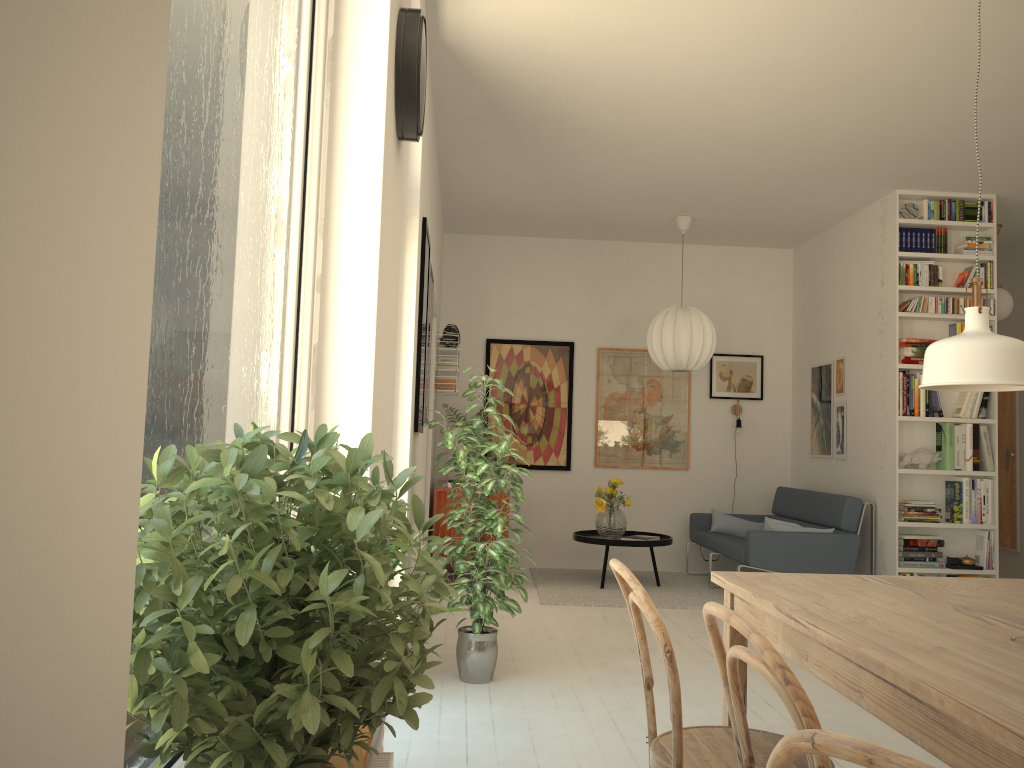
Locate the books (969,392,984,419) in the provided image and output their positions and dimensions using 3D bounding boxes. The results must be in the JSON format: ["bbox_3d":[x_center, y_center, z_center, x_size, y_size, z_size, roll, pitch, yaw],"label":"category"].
[{"bbox_3d":[3.197,0.125,6.172,0.092,0.244,0.196,2,-4,-3],"label":"books"}]

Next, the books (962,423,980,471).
[{"bbox_3d":[3.155,0.438,6.143,0.056,0.328,0.202,2,-4,-3],"label":"books"}]

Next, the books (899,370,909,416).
[{"bbox_3d":[2.698,0.070,6.139,0.021,0.317,0.179,2,-4,-3],"label":"books"}]

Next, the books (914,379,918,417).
[{"bbox_3d":[2.749,0.101,6.132,0.024,0.260,0.199,2,-4,-3],"label":"books"}]

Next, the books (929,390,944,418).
[{"bbox_3d":[2.895,0.091,6.147,0.093,0.288,0.200,2,-4,-3],"label":"books"}]

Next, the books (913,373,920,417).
[{"bbox_3d":[2.771,0.082,6.151,0.020,0.304,0.193,2,-4,-3],"label":"books"}]

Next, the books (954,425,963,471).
[{"bbox_3d":[3.031,0.445,6.135,0.065,0.311,0.199,2,-4,-3],"label":"books"}]

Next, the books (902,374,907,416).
[{"bbox_3d":[2.671,0.082,6.137,0.032,0.291,0.203,2,-4,-3],"label":"books"}]

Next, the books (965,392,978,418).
[{"bbox_3d":[3.154,0.129,6.146,0.105,0.225,0.138,2,-4,-3],"label":"books"}]

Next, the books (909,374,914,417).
[{"bbox_3d":[2.723,0.084,6.138,0.030,0.289,0.200,2,-4,-3],"label":"books"}]

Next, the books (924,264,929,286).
[{"bbox_3d":[2.849,-0.739,6.206,0.035,0.158,0.199,2,-4,-3],"label":"books"}]

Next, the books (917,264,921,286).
[{"bbox_3d":[2.797,-0.741,6.194,0.012,0.155,0.208,2,-4,-3],"label":"books"}]

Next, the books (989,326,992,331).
[{"bbox_3d":[3.280,-0.250,6.195,0.054,0.289,0.179,2,-4,-3],"label":"books"}]

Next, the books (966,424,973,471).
[{"bbox_3d":[3.107,0.439,6.145,0.037,0.324,0.240,2,-4,-3],"label":"books"}]

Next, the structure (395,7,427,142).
[{"bbox_3d":[-0.291,-0.900,2.597,0.074,0.372,0.371,2,-4,-3],"label":"structure"}]

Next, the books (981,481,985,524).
[{"bbox_3d":[3.189,0.812,6.109,0.022,0.291,0.208,2,-4,-3],"label":"books"}]

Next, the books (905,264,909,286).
[{"bbox_3d":[2.713,-0.742,6.194,0.030,0.149,0.201,2,-4,-3],"label":"books"}]

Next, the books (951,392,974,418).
[{"bbox_3d":[3.119,0.125,6.137,0.115,0.232,0.133,2,-4,-3],"label":"books"}]

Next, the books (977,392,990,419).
[{"bbox_3d":[3.251,0.089,6.170,0.092,0.319,0.179,2,-4,-3],"label":"books"}]

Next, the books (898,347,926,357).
[{"bbox_3d":[2.801,-0.209,6.171,0.268,0.064,0.128,4,-5,-33],"label":"books"}]

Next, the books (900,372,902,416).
[{"bbox_3d":[2.646,0.076,6.143,0.015,0.301,0.207,2,-4,-3],"label":"books"}]

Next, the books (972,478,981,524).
[{"bbox_3d":[3.164,0.805,6.123,0.025,0.306,0.213,2,-4,-3],"label":"books"}]

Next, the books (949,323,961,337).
[{"bbox_3d":[3.074,-0.266,6.203,0.032,0.300,0.200,2,-4,-3],"label":"books"}]

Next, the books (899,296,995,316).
[{"bbox_3d":[2.977,-0.528,6.205,0.664,0.110,0.278,2,-4,-3],"label":"books"}]

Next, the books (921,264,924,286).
[{"bbox_3d":[2.817,-0.742,6.212,0.028,0.160,0.222,2,-4,-3],"label":"books"}]

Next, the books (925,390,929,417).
[{"bbox_3d":[2.832,0.080,6.133,0.033,0.306,0.150,2,-4,-3],"label":"books"}]

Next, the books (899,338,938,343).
[{"bbox_3d":[2.797,-0.290,6.181,0.266,0.026,0.203,3,-4,-14],"label":"books"}]

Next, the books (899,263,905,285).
[{"bbox_3d":[2.682,-0.747,6.190,0.034,0.162,0.197,2,-4,-3],"label":"books"}]

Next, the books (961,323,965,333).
[{"bbox_3d":[3.110,-0.262,6.199,0.039,0.302,0.199,2,-4,-3],"label":"books"}]

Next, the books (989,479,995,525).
[{"bbox_3d":[3.254,0.810,6.133,0.039,0.303,0.229,2,-4,-3],"label":"books"}]

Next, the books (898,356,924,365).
[{"bbox_3d":[2.801,-0.151,6.157,0.300,0.056,0.201,2,-4,-3],"label":"books"}]

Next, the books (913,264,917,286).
[{"bbox_3d":[2.778,-0.743,6.209,0.024,0.155,0.188,2,-4,-3],"label":"books"}]

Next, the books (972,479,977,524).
[{"bbox_3d":[3.136,0.806,6.089,0.035,0.304,0.150,2,-4,-3],"label":"books"}]

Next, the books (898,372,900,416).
[{"bbox_3d":[2.628,0.076,6.148,0.021,0.302,0.222,2,-4,-3],"label":"books"}]

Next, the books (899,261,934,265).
[{"bbox_3d":[2.792,-0.833,6.214,0.255,0.022,0.189,1,-4,7],"label":"books"}]

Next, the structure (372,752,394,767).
[{"bbox_3d":[-0.279,0.875,1.343,0.113,0.279,1.028,2,-4,-3],"label":"structure"}]

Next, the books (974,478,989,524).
[{"bbox_3d":[3.220,0.805,6.101,0.037,0.308,0.161,2,-4,-3],"label":"books"}]

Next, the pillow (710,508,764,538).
[{"bbox_3d":[1.919,1.198,7.505,0.540,0.277,0.157,2,-4,-2],"label":"pillow"}]

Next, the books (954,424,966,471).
[{"bbox_3d":[3.074,0.439,6.156,0.023,0.321,0.235,2,-4,-3],"label":"books"}]

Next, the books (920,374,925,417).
[{"bbox_3d":[2.798,0.086,6.138,0.032,0.291,0.189,2,-4,-3],"label":"books"}]

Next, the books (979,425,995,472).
[{"bbox_3d":[3.233,0.447,6.153,0.099,0.316,0.228,2,-4,-3],"label":"books"}]

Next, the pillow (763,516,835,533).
[{"bbox_3d":[1.988,1.107,6.234,0.533,0.354,0.141,2,-4,-4],"label":"pillow"}]

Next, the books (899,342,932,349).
[{"bbox_3d":[2.804,-0.260,6.187,0.314,0.035,0.205,2,-4,-3],"label":"books"}]

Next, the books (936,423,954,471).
[{"bbox_3d":[2.970,0.432,6.129,0.056,0.328,0.228,2,-4,-3],"label":"books"}]

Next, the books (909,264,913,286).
[{"bbox_3d":[2.741,-0.743,6.191,0.023,0.152,0.199,2,-4,-3],"label":"books"}]
